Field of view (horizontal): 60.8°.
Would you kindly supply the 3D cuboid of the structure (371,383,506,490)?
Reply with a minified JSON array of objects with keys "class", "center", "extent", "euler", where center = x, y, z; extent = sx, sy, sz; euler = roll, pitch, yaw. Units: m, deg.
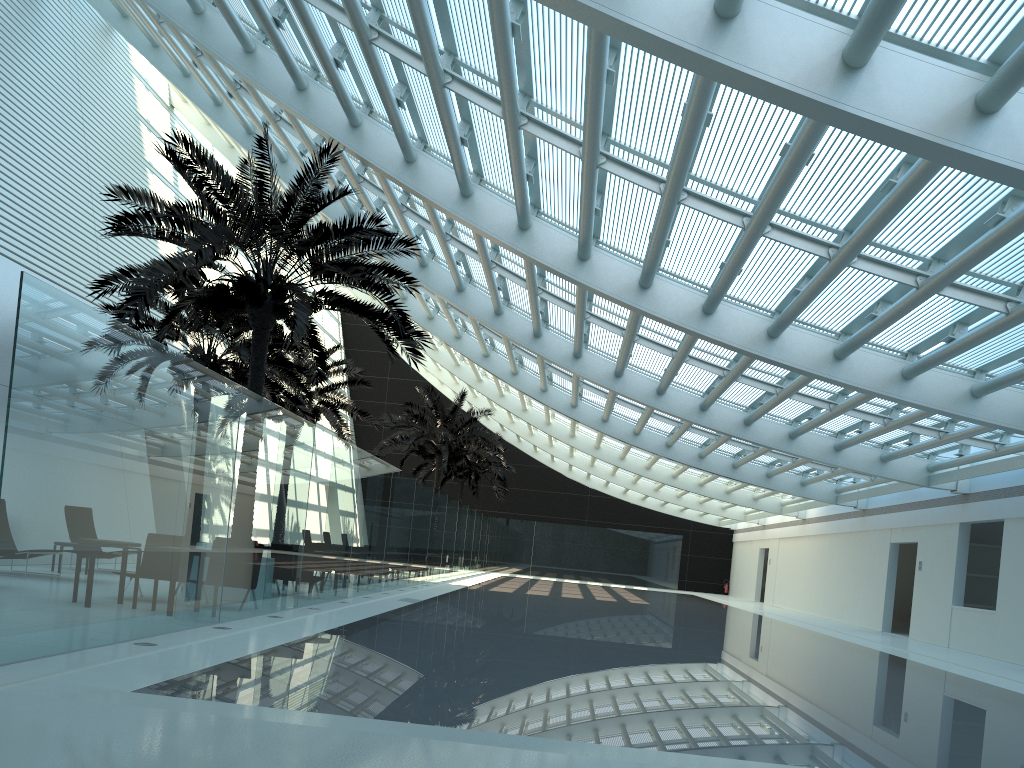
[{"class":"structure","center":[-2.757,3.554,32.299],"extent":[4.827,6.924,4.497],"euler":[6,-3,-2]}]

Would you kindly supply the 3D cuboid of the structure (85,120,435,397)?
[{"class":"structure","center":[-3.917,-0.248,13.048],"extent":[4.799,6.924,4.524],"euler":[4,-4,23]}]

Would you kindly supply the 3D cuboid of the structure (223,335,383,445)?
[{"class":"structure","center":[-6.552,1.852,25.039],"extent":[4.269,6.800,4.714],"euler":[3,-5,38]}]

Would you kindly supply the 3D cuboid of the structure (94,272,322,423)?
[{"class":"structure","center":[-6.716,0.708,18.991],"extent":[4.672,6.740,4.307],"euler":[7,-4,-17]}]

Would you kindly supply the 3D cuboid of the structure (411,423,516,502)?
[{"class":"structure","center":[-2.235,5.174,40.488],"extent":[4.486,6.922,4.843],"euler":[7,-4,-17]}]
